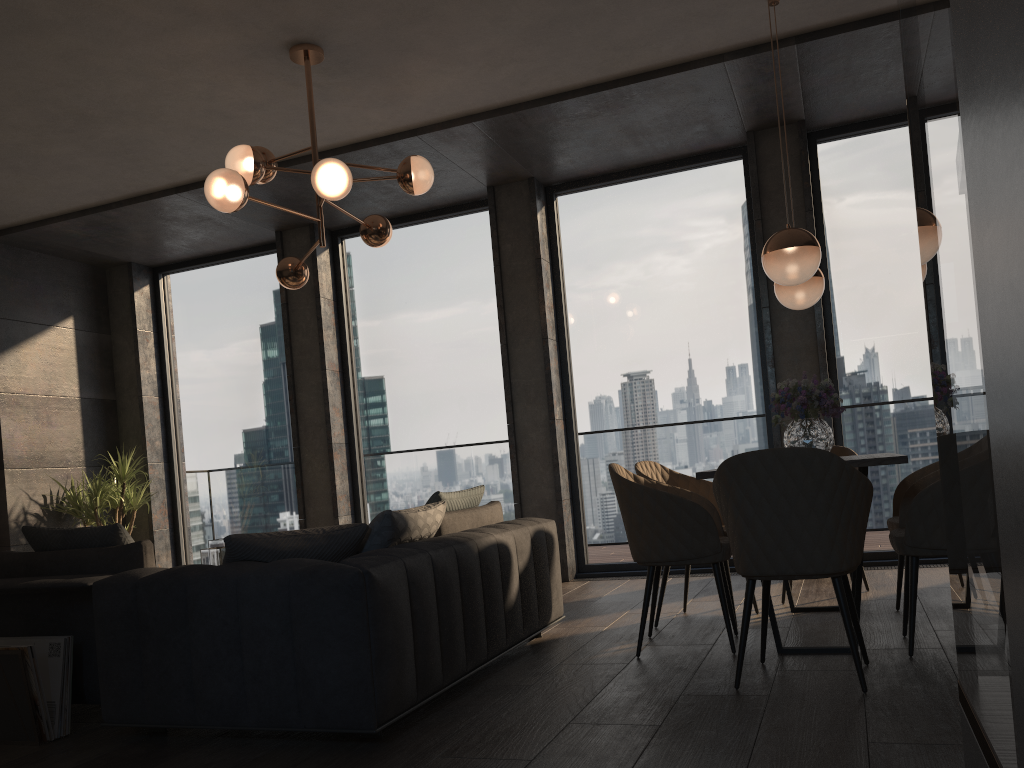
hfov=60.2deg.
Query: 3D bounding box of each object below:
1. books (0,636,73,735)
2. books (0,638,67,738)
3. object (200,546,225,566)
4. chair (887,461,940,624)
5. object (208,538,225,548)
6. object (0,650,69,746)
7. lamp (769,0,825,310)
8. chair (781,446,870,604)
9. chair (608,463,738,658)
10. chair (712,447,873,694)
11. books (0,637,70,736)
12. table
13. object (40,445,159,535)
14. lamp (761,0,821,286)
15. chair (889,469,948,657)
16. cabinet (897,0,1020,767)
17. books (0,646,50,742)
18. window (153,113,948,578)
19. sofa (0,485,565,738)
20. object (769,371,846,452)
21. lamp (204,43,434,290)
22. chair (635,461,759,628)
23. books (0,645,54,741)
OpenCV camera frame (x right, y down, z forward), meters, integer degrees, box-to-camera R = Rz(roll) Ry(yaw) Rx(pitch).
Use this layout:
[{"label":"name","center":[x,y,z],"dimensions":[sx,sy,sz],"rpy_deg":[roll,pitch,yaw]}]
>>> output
[{"label":"books","center":[-1.900,1.148,3.372],"dimensions":[0.569,0.355,0.062],"rpy_deg":[-7,-1,21]},{"label":"books","center":[-1.916,1.147,3.342],"dimensions":[0.569,0.352,0.079],"rpy_deg":[-7,-1,21]},{"label":"object","center":[-1.734,1.082,5.247],"dimensions":[0.150,0.220,0.148],"rpy_deg":[-6,-2,20]},{"label":"chair","center":[2.009,0.652,4.071],"dimensions":[0.511,0.834,0.555],"rpy_deg":[-5,-2,15]},{"label":"object","center":[-1.725,1.083,5.465],"dimensions":[0.197,0.260,0.199],"rpy_deg":[-6,-3,20]},{"label":"object","center":[-1.995,1.163,3.339],"dimensions":[0.669,0.351,0.216],"rpy_deg":[-7,-3,21]},{"label":"lamp","center":[1.364,-1.135,4.373],"dimensions":[0.240,1.541,0.238],"rpy_deg":[-5,-1,26]},{"label":"chair","center":[1.696,0.762,4.889],"dimensions":[0.557,0.834,0.510],"rpy_deg":[-6,-2,25]},{"label":"chair","center":[0.726,0.746,3.921],"dimensions":[0.511,0.834,0.555],"rpy_deg":[-5,-2,15]},{"label":"chair","center":[1.022,0.645,3.181],"dimensions":[0.557,0.834,0.510],"rpy_deg":[-6,-2,25]},{"label":"books","center":[-1.908,1.147,3.359],"dimensions":[0.569,0.354,0.068],"rpy_deg":[-7,-1,21]},{"label":"table","center":[1.373,0.735,4.031],"dimensions":[0.771,0.767,1.469],"rpy_deg":[-6,-5,20]},{"label":"object","center":[-3.427,1.192,7.366],"dimensions":[0.949,1.358,1.030],"rpy_deg":[-3,-3,-38]},{"label":"lamp","center":[1.117,-1.181,3.718],"dimensions":[0.239,1.541,0.239],"rpy_deg":[-5,-1,-4]},{"label":"chair","center":[1.760,0.611,3.470],"dimensions":[0.511,0.834,0.555],"rpy_deg":[-6,-2,20]},{"label":"cabinet","center":[0.771,-0.574,0.530],"dimensions":[1.002,1.582,0.336],"rpy_deg":[-6,-1,21]},{"label":"books","center":[-1.957,1.141,3.256],"dimensions":[0.569,0.354,0.064],"rpy_deg":[-7,-1,21]},{"label":"window","center":[0.213,0.005,6.848],"dimensions":[7.286,2.996,0.199],"rpy_deg":[-7,-1,21]},{"label":"sofa","center":[-1.428,0.977,4.122],"dimensions":[2.919,0.782,2.027],"rpy_deg":[-7,-6,20]},{"label":"object","center":[1.347,0.145,4.016],"dimensions":[0.328,0.408,0.299],"rpy_deg":[-4,-2,-9]},{"label":"lamp","center":[-0.920,-1.171,4.579],"dimensions":[1.014,1.035,1.471],"rpy_deg":[-5,-4,-3]},{"label":"chair","center":[0.939,0.787,4.494],"dimensions":[0.512,0.834,0.554],"rpy_deg":[-6,-3,30]},{"label":"books","center":[-1.945,1.141,3.266],"dimensions":[0.569,0.354,0.064],"rpy_deg":[-7,-1,21]}]
